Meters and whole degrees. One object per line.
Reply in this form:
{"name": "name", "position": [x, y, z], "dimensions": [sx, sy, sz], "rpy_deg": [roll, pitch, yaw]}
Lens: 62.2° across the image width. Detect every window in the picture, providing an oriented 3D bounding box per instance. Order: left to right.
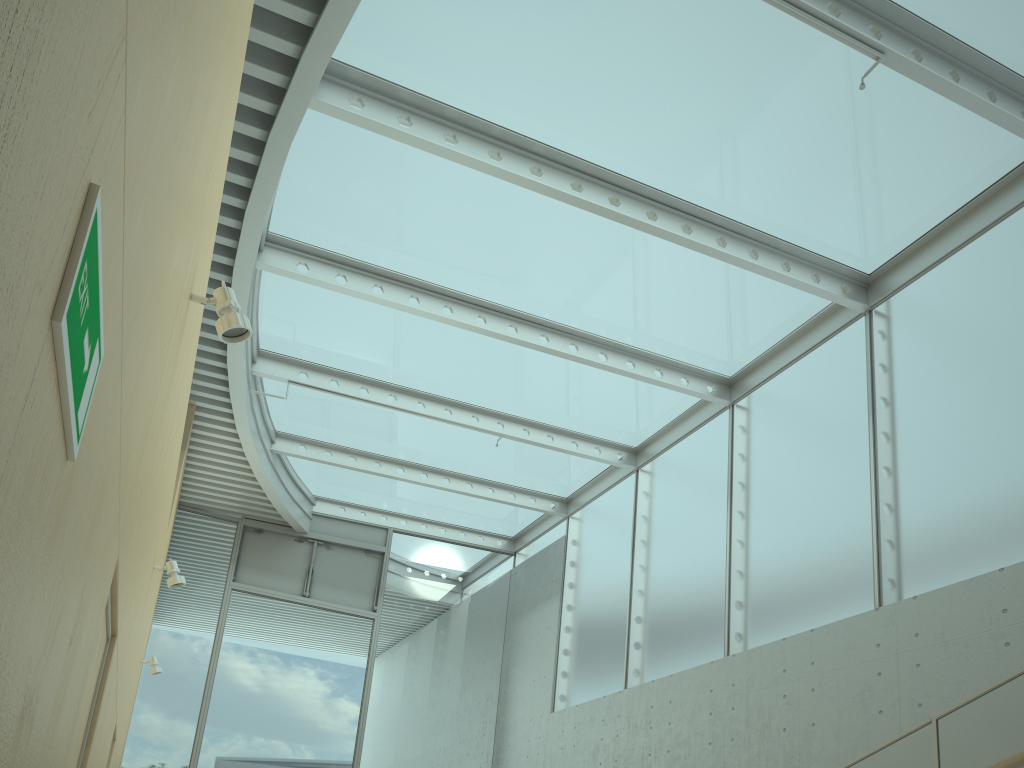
{"name": "window", "position": [-2.385, 4.543, 11.080], "dimensions": [4.988, 5.739, 0.117], "rpy_deg": [16, -20, -22]}
{"name": "window", "position": [0.128, 1.669, 6.274], "dimensions": [4.896, 5.727, 17.108], "rpy_deg": [14, -30, -18]}
{"name": "window", "position": [2.238, 0.992, 7.532], "dimensions": [0.031, 2.516, 16.916], "rpy_deg": [12, -31, -19]}

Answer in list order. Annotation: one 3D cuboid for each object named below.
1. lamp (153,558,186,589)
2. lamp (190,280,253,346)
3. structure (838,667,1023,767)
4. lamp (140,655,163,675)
{"name": "lamp", "position": [-2.294, 1.266, 5.700], "dimensions": [0.146, 0.179, 0.247], "rpy_deg": [-17, -34, 43]}
{"name": "lamp", "position": [-1.002, -0.260, 2.940], "dimensions": [0.146, 0.179, 0.247], "rpy_deg": [-17, -34, 43]}
{"name": "structure", "position": [3.673, 0.499, 1.203], "dimensions": [1.928, 3.851, 13.631], "rpy_deg": [13, -31, -18]}
{"name": "lamp", "position": [-3.594, 2.802, 8.479], "dimensions": [0.146, 0.179, 0.247], "rpy_deg": [-17, -34, 43]}
